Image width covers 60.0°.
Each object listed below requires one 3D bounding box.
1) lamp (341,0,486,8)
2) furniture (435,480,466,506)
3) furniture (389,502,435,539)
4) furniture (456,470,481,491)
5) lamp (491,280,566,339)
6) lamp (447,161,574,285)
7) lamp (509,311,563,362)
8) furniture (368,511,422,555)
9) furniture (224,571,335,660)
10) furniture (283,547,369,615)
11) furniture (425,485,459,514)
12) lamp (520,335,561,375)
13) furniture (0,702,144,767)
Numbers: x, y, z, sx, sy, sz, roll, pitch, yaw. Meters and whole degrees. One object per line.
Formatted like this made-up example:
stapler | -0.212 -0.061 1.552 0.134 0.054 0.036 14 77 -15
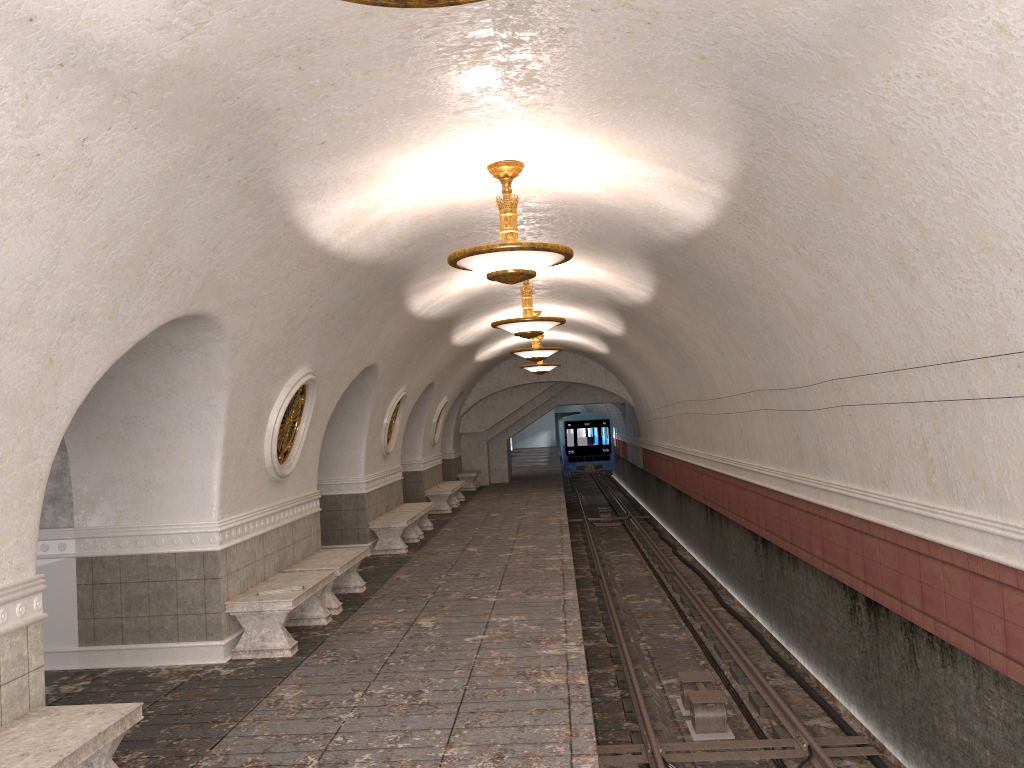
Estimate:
lamp | -0.261 -1.460 2.240 1.008 0.955 1.008 -3 -2 -13
furniture | -1.521 2.730 22.168 0.613 0.508 1.509 -3 -2 3
furniture | -1.808 2.495 16.217 0.613 0.508 1.509 -3 -2 3
furniture | -1.298 2.913 26.780 0.613 0.508 1.509 -3 -2 3
lamp | 0.207 -1.077 11.914 1.008 0.955 1.008 -4 -3 19
lamp | -0.026 -1.268 7.093 1.008 0.955 1.008 -3 -2 -13
lamp | 0.439 -0.886 16.732 1.008 0.955 1.008 -4 -3 19
furniture | -1.889 2.428 14.539 0.613 0.508 1.509 -3 -2 3
furniture | -2.180 2.191 8.530 0.613 0.508 1.509 -3 -2 3
furniture | -2.099 2.257 10.208 0.613 0.508 1.509 -3 -2 3
furniture | -1.602 2.664 20.490 0.613 0.508 1.509 -3 -2 3
lamp | 0.672 -0.695 21.553 1.008 0.955 1.008 -1 -3 -41
furniture | -2.388 2.020 4.211 0.613 0.508 1.509 -3 -2 3
